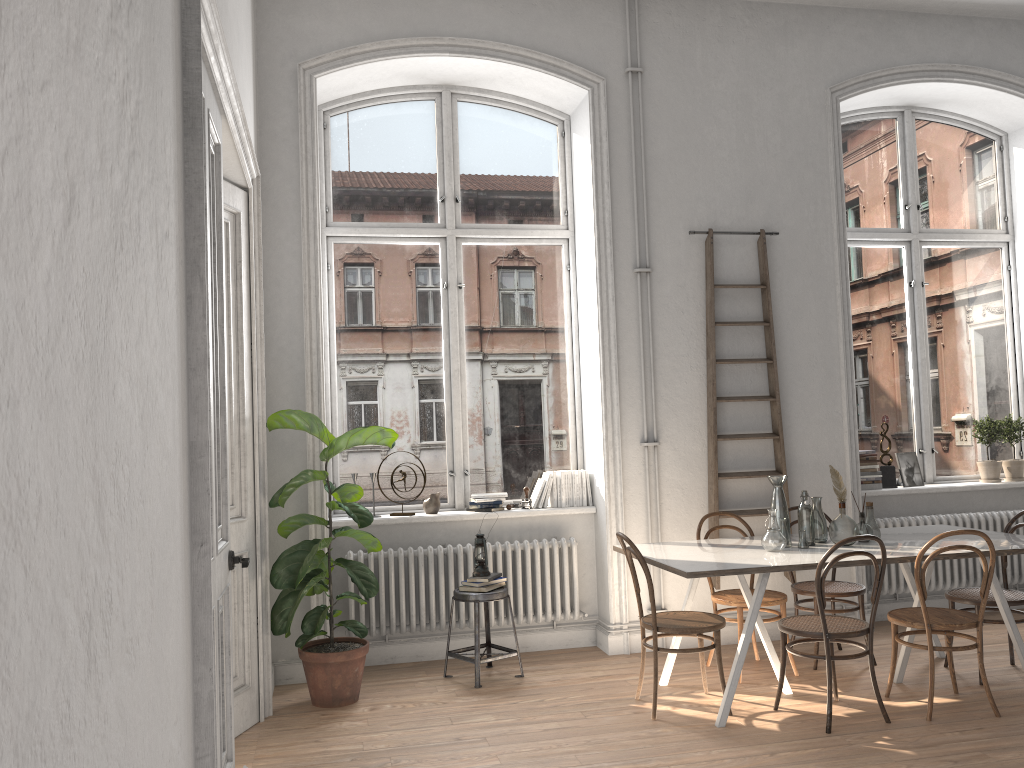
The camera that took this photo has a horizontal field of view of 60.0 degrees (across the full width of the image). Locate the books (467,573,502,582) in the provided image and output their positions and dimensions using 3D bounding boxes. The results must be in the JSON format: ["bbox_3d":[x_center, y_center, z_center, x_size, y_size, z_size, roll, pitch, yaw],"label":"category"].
[{"bbox_3d":[-0.168,1.181,5.416,0.147,0.027,0.221,-3,-4,20],"label":"books"}]

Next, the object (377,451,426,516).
[{"bbox_3d":[-0.728,0.657,5.876,0.347,0.425,0.087,-3,-3,21],"label":"object"}]

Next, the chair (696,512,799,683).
[{"bbox_3d":[1.390,1.246,5.310,0.438,0.920,0.549,-1,-3,-14],"label":"chair"}]

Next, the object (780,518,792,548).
[{"bbox_3d":[1.495,0.817,4.881,0.083,0.158,0.083,-1,-3,-16],"label":"object"}]

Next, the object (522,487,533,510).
[{"bbox_3d":[0.100,0.771,6.002,0.048,0.153,0.088,0,-4,-42],"label":"object"}]

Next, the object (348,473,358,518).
[{"bbox_3d":[-1.034,0.735,5.846,0.095,0.288,0.095,-3,-3,20],"label":"object"}]

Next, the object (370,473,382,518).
[{"bbox_3d":[-0.908,0.729,5.814,0.095,0.288,0.095,-3,-3,11],"label":"object"}]

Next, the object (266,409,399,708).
[{"bbox_3d":[1.507,0.776,5.280,5.827,1.841,0.792,-2,-3,-7],"label":"object"}]

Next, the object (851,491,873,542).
[{"bbox_3d":[1.964,0.742,4.973,0.107,0.283,0.107,-1,-3,-17],"label":"object"}]

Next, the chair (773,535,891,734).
[{"bbox_3d":[1.574,1.186,4.390,0.438,0.920,0.549,-1,-3,-16],"label":"chair"}]

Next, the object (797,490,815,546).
[{"bbox_3d":[1.629,0.741,4.914,0.086,0.301,0.086,-1,-3,-26],"label":"object"}]

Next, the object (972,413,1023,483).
[{"bbox_3d":[3.760,0.491,6.841,0.500,0.524,0.234,-1,-3,-23],"label":"object"}]

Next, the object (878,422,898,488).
[{"bbox_3d":[2.798,0.532,6.636,0.122,0.488,0.102,-3,-3,13],"label":"object"}]

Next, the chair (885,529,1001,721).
[{"bbox_3d":[2.154,1.170,4.475,0.438,0.920,0.549,-2,-3,-1],"label":"chair"}]

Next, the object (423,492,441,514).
[{"bbox_3d":[-0.534,0.793,5.905,0.100,0.142,0.102,0,-4,-37],"label":"object"}]

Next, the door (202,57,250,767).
[{"bbox_3d":[-1.082,0.256,3.098,0.216,2.813,1.097,-2,-3,-10],"label":"door"}]

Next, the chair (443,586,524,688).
[{"bbox_3d":[-0.179,1.502,5.357,0.364,0.522,0.360,0,-4,-38],"label":"chair"}]

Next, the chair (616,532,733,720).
[{"bbox_3d":[0.842,1.228,4.654,0.549,0.920,0.438,-2,-3,-4],"label":"chair"}]

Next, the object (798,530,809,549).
[{"bbox_3d":[1.575,0.841,4.799,0.058,0.094,0.058,-3,-3,16],"label":"object"}]

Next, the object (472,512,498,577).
[{"bbox_3d":[-0.171,0.980,5.456,0.163,0.383,0.154,0,-4,-38],"label":"object"}]

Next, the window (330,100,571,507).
[{"bbox_3d":[-0.416,-0.594,6.207,1.622,2.842,0.013,-1,-3,-12],"label":"window"}]

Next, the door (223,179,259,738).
[{"bbox_3d":[-1.481,0.334,4.200,0.216,2.813,1.097,-3,-3,13],"label":"door"}]

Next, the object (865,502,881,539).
[{"bbox_3d":[2.048,0.780,5.066,0.101,0.211,0.101,-4,-3,27],"label":"object"}]

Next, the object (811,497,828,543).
[{"bbox_3d":[1.726,0.767,5.007,0.098,0.255,0.100,0,-4,-35],"label":"object"}]

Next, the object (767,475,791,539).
[{"bbox_3d":[1.508,0.710,5.005,0.116,0.382,0.116,-2,-3,-1],"label":"object"}]

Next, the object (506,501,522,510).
[{"bbox_3d":[0.006,0.828,6.036,0.088,0.048,0.153,-4,-4,28],"label":"object"}]

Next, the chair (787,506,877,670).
[{"bbox_3d":[1.934,1.237,5.505,0.438,0.920,0.549,-2,-3,-5],"label":"chair"}]

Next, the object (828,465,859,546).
[{"bbox_3d":[1.812,0.660,4.866,0.157,0.446,0.157,-2,-3,6],"label":"object"}]

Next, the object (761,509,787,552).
[{"bbox_3d":[1.394,0.781,4.732,0.132,0.219,0.132,-1,-3,-22],"label":"object"}]

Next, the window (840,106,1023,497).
[{"bbox_3d":[8.555,-4.976,11.384,14.384,15.928,26.411,-1,-3,-12],"label":"window"}]

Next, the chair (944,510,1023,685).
[{"bbox_3d":[2.752,1.180,5.032,0.549,0.920,0.438,-2,-3,1],"label":"chair"}]

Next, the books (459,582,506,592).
[{"bbox_3d":[-0.179,1.230,5.407,0.194,0.034,0.246,-4,-4,28],"label":"books"}]

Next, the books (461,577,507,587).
[{"bbox_3d":[-0.169,1.204,5.413,0.232,0.029,0.163,1,-4,-41],"label":"books"}]

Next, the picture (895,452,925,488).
[{"bbox_3d":[2.977,0.649,6.709,0.221,0.264,0.149,0,-3,-28],"label":"picture"}]
